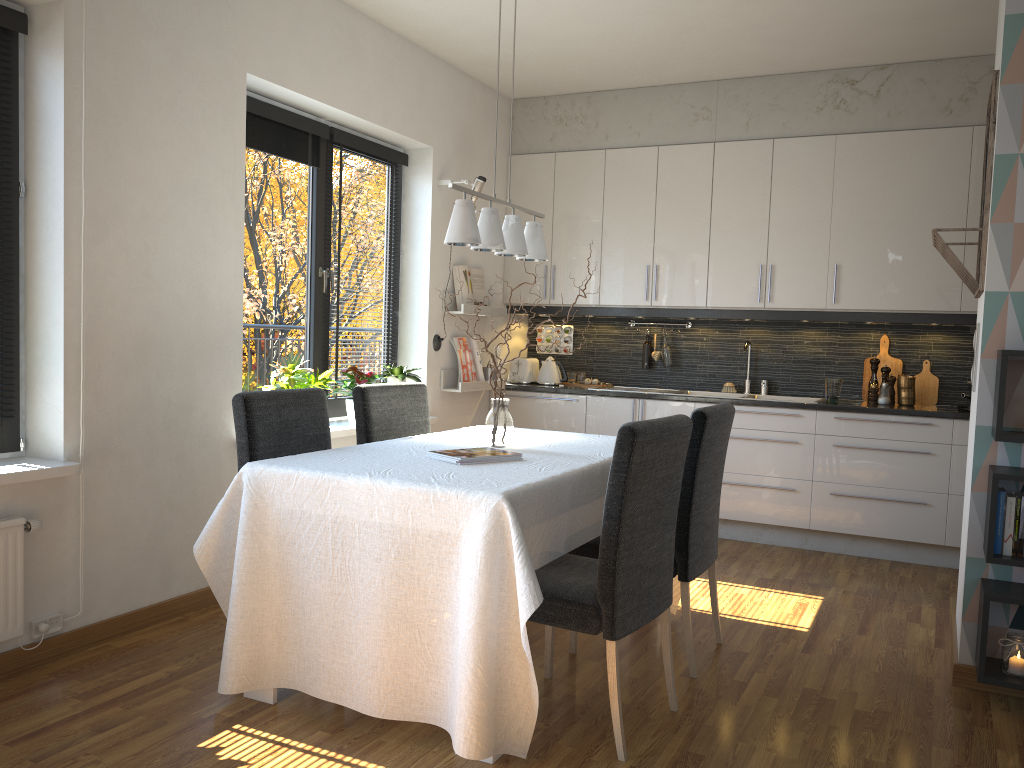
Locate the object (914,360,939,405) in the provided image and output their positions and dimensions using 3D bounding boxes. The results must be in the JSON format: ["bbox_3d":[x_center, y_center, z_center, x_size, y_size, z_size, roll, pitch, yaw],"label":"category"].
[{"bbox_3d":[2.495,-0.009,5.352,0.146,0.274,0.043,4,4,26],"label":"object"}]

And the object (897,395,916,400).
[{"bbox_3d":[2.314,0.086,5.204,0.100,0.048,0.099,5,4,44],"label":"object"}]

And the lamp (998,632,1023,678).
[{"bbox_3d":[1.682,0.903,2.955,0.098,0.131,0.106,5,5,40],"label":"lamp"}]

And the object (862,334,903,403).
[{"bbox_3d":[2.284,-0.097,5.458,0.219,0.420,0.029,4,4,26],"label":"object"}]

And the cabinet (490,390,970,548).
[{"bbox_3d":[1.740,0.498,5.111,4.222,0.691,0.040,4,4,26],"label":"cabinet"}]

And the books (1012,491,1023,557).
[{"bbox_3d":[1.693,0.466,2.968,0.032,0.200,0.123,4,4,26],"label":"books"}]

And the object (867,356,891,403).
[{"bbox_3d":[2.197,-0.024,5.300,0.123,0.283,0.061,4,4,26],"label":"object"}]

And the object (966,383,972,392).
[{"bbox_3d":[2.715,0.035,5.028,0.246,0.080,0.355,4,4,29],"label":"object"}]

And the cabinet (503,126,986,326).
[{"bbox_3d":[1.946,-0.912,5.345,4.234,1.071,0.457,4,4,26],"label":"cabinet"}]

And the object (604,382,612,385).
[{"bbox_3d":[0.621,-0.011,6.213,0.173,0.026,0.021,4,4,35],"label":"object"}]

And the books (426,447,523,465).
[{"bbox_3d":[-0.129,0.247,3.066,0.278,0.022,0.204,0,4,-38],"label":"books"}]

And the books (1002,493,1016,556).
[{"bbox_3d":[1.666,0.467,2.978,0.025,0.195,0.126,4,4,26],"label":"books"}]

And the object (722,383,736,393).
[{"bbox_3d":[1.425,0.024,5.819,0.097,0.065,0.099,3,3,17],"label":"object"}]

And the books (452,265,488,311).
[{"bbox_3d":[-0.245,-0.590,5.607,0.109,0.299,0.364,4,4,26],"label":"books"}]

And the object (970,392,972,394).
[{"bbox_3d":[2.702,0.049,5.034,0.347,0.082,0.243,0,4,-28],"label":"object"}]

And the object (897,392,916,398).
[{"bbox_3d":[2.313,0.069,5.205,0.099,0.051,0.099,3,3,12],"label":"object"}]

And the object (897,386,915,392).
[{"bbox_3d":[2.312,0.026,5.205,0.099,0.057,0.101,5,4,37],"label":"object"}]

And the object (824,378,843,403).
[{"bbox_3d":[1.882,0.040,5.203,0.102,0.146,0.102,4,4,26],"label":"object"}]

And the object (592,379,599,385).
[{"bbox_3d":[0.573,-0.014,6.097,0.043,0.043,0.044,3,4,23],"label":"object"}]

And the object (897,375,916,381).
[{"bbox_3d":[2.312,-0.029,5.196,0.100,0.047,0.099,3,3,21],"label":"object"}]

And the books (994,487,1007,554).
[{"bbox_3d":[1.643,0.458,2.994,0.029,0.210,0.127,4,4,26],"label":"books"}]

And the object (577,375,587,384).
[{"bbox_3d":[0.486,-0.032,6.153,0.065,0.064,0.065,4,4,26],"label":"object"}]

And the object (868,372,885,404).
[{"bbox_3d":[2.148,0.023,5.233,0.080,0.192,0.058,3,4,10],"label":"object"}]

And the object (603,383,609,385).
[{"bbox_3d":[0.603,-0.007,6.198,0.024,0.017,0.248,0,4,-29],"label":"object"}]

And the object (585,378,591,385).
[{"bbox_3d":[0.522,-0.016,6.095,0.045,0.045,0.046,4,4,29],"label":"object"}]

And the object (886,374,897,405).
[{"bbox_3d":[2.230,0.030,5.224,0.058,0.184,0.058,0,4,-32],"label":"object"}]

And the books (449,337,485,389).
[{"bbox_3d":[-0.276,-0.135,5.590,0.138,0.331,0.283,4,4,23],"label":"books"}]

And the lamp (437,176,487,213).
[{"bbox_3d":[-0.301,-1.024,5.237,0.311,0.395,0.131,4,4,30],"label":"lamp"}]

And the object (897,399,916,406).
[{"bbox_3d":[2.315,0.109,5.206,0.100,0.036,0.100,0,4,-32],"label":"object"}]

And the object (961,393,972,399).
[{"bbox_3d":[2.689,0.082,5.064,0.351,0.061,0.232,2,3,-1],"label":"object"}]

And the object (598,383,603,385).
[{"bbox_3d":[0.578,-0.005,6.196,0.024,0.015,0.248,1,3,-19],"label":"object"}]

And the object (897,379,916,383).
[{"bbox_3d":[2.310,-0.009,5.199,0.100,0.036,0.100,0,4,-36],"label":"object"}]

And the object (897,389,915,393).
[{"bbox_3d":[2.313,0.048,5.206,0.099,0.043,0.100,3,3,13],"label":"object"}]

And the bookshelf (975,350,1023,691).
[{"bbox_3d":[2.138,0.518,2.739,1.189,1.202,0.237,4,4,26],"label":"bookshelf"}]

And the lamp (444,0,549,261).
[{"bbox_3d":[-0.022,-1.127,3.245,0.131,1.286,0.759,4,4,26],"label":"lamp"}]

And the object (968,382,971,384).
[{"bbox_3d":[2.701,0.026,4.974,0.059,0.061,0.334,1,3,-21],"label":"object"}]

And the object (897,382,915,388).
[{"bbox_3d":[2.310,0.008,5.200,0.100,0.036,0.100,3,3,19],"label":"object"}]

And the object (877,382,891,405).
[{"bbox_3d":[2.174,0.055,5.175,0.069,0.135,0.069,2,4,1],"label":"object"}]
